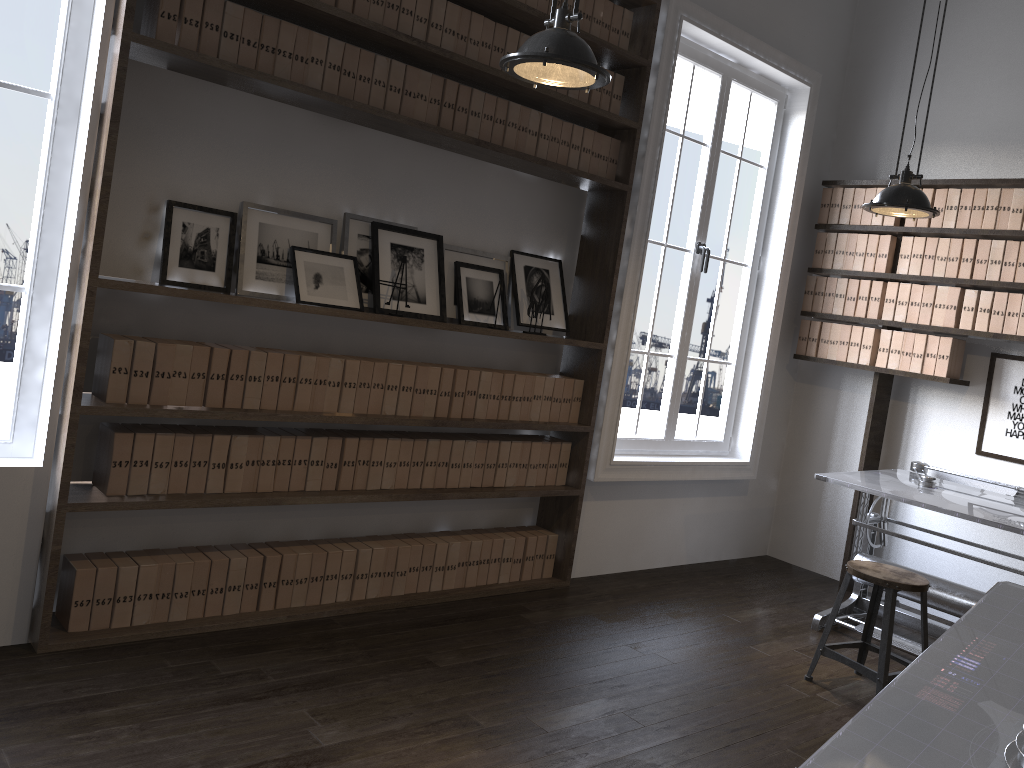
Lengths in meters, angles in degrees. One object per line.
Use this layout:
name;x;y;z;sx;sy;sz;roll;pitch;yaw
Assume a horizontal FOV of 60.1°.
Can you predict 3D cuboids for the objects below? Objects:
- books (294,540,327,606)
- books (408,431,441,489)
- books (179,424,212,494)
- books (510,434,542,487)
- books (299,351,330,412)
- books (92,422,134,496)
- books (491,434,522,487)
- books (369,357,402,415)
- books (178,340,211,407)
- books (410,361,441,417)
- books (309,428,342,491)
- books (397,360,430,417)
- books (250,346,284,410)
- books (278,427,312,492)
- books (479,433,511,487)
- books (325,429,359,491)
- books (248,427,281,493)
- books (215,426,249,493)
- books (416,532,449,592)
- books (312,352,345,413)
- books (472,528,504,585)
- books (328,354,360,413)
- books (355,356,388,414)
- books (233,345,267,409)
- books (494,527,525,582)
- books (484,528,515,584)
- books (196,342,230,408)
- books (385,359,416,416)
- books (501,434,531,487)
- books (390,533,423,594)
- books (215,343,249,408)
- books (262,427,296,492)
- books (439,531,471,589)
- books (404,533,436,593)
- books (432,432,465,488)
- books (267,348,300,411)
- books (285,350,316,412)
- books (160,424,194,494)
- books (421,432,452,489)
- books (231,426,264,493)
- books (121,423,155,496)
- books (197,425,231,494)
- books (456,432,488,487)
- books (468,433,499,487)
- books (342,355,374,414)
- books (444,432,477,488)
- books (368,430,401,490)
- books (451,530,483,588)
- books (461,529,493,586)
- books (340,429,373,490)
books;-0.861;0.790;3.711;0.066;0.225;0.175;7;4;-41
books;-0.416;0.343;4.024;0.066;0.225;0.175;7;4;-41
books;-1.209;0.281;3.336;0.066;0.225;0.175;7;4;-41
books;0.052;0.381;4.426;0.066;0.225;0.175;7;4;-41
books;-0.826;-0.011;3.615;0.066;0.225;0.175;7;4;-41
books;-1.419;0.265;3.146;0.066;0.225;0.175;7;4;-41
books;-0.047;0.373;4.344;0.066;0.225;0.175;7;4;-41
books;-0.566;0.010;3.839;0.066;0.225;0.175;7;4;-41
books;-1.200;-0.040;3.292;0.066;0.225;0.175;7;4;-41
books;-0.410;0.022;3.976;0.066;0.225;0.175;7;4;-41
books;-0.794;0.313;3.698;0.066;0.225;0.175;7;4;-41
books;-0.455;0.019;3.931;0.066;0.225;0.175;7;4;-41
books;-0.981;-0.023;3.482;0.066;0.225;0.175;7;4;-41
books;-0.901;0.305;3.605;0.066;0.225;0.175;7;4;-41
books;-0.100;0.368;4.295;0.066;0.225;0.175;7;4;-41
books;-0.734;0.319;3.743;0.066;0.225;0.175;7;4;-41
books;-1.001;0.298;3.510;0.066;0.225;0.175;7;4;-41
books;-1.100;0.290;3.428;0.066;0.225;0.175;7;4;-41
books;-0.388;0.827;4.125;0.066;0.225;0.175;7;4;-41
books;-0.778;-0.007;3.655;0.066;0.225;0.175;7;4;-41
books;-0.135;0.846;4.351;0.066;0.225;0.175;7;4;-41
books;-0.722;-0.002;3.700;0.066;0.225;0.175;7;4;-41
books;-0.621;0.005;3.796;0.066;0.225;0.175;7;4;-41
books;-1.032;-0.026;3.432;0.066;0.225;0.175;7;4;-41
books;-0.029;0.855;4.444;0.066;0.225;0.175;7;4;-41
books;-0.079;0.851;4.394;0.066;0.225;0.175;7;4;-41
books;-1.141;-0.035;3.336;0.066;0.225;0.175;7;4;-41
books;-0.509;0.015;3.884;0.066;0.225;0.175;7;4;-41
books;-0.001;0.376;4.386;0.066;0.225;0.175;7;4;-41
books;-0.497;0.818;4.038;0.066;0.225;0.175;7;4;-41
books;-1.088;-0.031;3.389;0.066;0.225;0.175;7;4;-41
books;-0.954;0.301;3.559;0.066;0.225;0.175;7;4;-41
books;-0.288;0.834;4.216;0.066;0.225;0.175;7;4;-41
books;-0.443;0.822;4.082;0.066;0.225;0.175;7;4;-41
books;-0.311;0.352;4.109;0.066;0.225;0.175;7;4;-41
books;-0.928;-0.019;3.528;0.066;0.225;0.175;7;4;-41
books;-0.874;-0.014;3.567;0.066;0.225;0.175;7;4;-41
books;-1.262;0.277;3.292;0.066;0.225;0.175;7;4;-41
books;-0.366;0.348;4.062;0.066;0.225;0.175;7;4;-41
books;-1.054;0.293;3.470;0.066;0.225;0.175;7;4;-41
books;-1.364;0.269;3.194;0.066;0.225;0.175;7;4;-41
books;-1.153;0.286;3.379;0.066;0.225;0.175;7;4;-41
books;-0.209;0.359;4.208;0.066;0.225;0.175;7;4;-41
books;-0.155;0.364;4.252;0.066;0.225;0.175;7;4;-41
books;-0.672;0.002;3.749;0.066;0.225;0.175;7;4;-41
books;-0.259;0.356;4.159;0.066;0.225;0.175;7;4;-41
books;-0.576;0.331;3.883;0.066;0.225;0.175;7;4;-41
books;-0.235;0.839;4.256;0.066;0.225;0.175;7;4;-41
books;-0.188;0.842;4.304;0.066;0.225;0.175;7;4;-41
books;-0.682;0.322;3.796;0.066;0.225;0.175;7;4;-41
